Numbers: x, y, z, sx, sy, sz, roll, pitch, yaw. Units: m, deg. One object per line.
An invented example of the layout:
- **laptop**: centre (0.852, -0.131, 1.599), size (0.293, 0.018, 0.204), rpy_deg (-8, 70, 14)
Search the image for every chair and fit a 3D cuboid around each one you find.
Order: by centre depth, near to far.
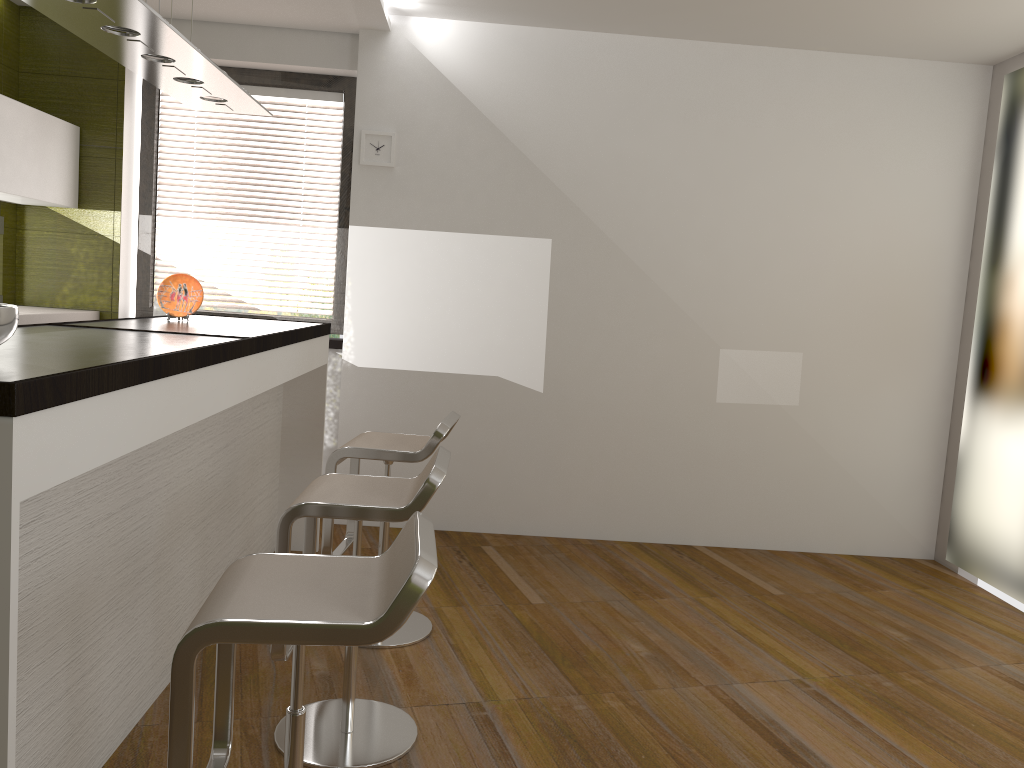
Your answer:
- **chair**: centre (-0.407, 0.699, 1.749), size (0.460, 0.857, 0.418), rpy_deg (3, 6, -7)
- **chair**: centre (-0.439, 0.615, 2.591), size (0.460, 0.857, 0.418), rpy_deg (4, 6, -2)
- **chair**: centre (-0.471, 0.530, 3.433), size (0.460, 0.857, 0.418), rpy_deg (4, 6, 3)

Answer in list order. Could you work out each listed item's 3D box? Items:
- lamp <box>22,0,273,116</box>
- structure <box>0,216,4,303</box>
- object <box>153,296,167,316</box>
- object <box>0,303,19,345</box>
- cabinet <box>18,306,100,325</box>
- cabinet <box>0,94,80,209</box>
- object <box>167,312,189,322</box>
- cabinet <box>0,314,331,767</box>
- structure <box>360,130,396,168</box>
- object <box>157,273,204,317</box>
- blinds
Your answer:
- **lamp**: centre (-1.085, -1.357, 2.748), size (0.326, 0.683, 1.677), rpy_deg (4, 6, -2)
- **structure**: centre (-2.673, -0.611, 4.348), size (0.015, 0.469, 0.663), rpy_deg (4, 6, -2)
- **object**: centre (-1.925, -0.396, 4.905), size (0.106, 0.169, 0.057), rpy_deg (3, 6, -8)
- **object**: centre (-1.117, -0.105, 1.688), size (0.311, 0.105, 0.311), rpy_deg (5, 6, 10)
- **cabinet**: centre (-2.475, 0.272, 3.437), size (0.465, 1.086, 2.940), rpy_deg (4, 6, -2)
- **cabinet**: centre (-2.552, -0.208, 3.118), size (0.724, 2.089, 3.471), rpy_deg (4, 6, -2)
- **object**: centre (-1.349, -0.323, 3.607), size (0.088, 0.131, 0.072), rpy_deg (3, 6, -7)
- **cabinet**: centre (-1.195, 0.392, 2.884), size (0.663, 1.134, 2.947), rpy_deg (4, 6, -2)
- **structure**: centre (-0.713, -1.252, 4.721), size (0.180, 0.180, 0.026), rpy_deg (4, 6, -2)
- **object**: centre (-1.348, -0.360, 3.604), size (0.184, 0.178, 0.055), rpy_deg (3, 6, -6)
- **blinds**: centre (-4.307, -4.026, 7.605), size (9.030, 12.704, 16.000), rpy_deg (8, 7, 37)
